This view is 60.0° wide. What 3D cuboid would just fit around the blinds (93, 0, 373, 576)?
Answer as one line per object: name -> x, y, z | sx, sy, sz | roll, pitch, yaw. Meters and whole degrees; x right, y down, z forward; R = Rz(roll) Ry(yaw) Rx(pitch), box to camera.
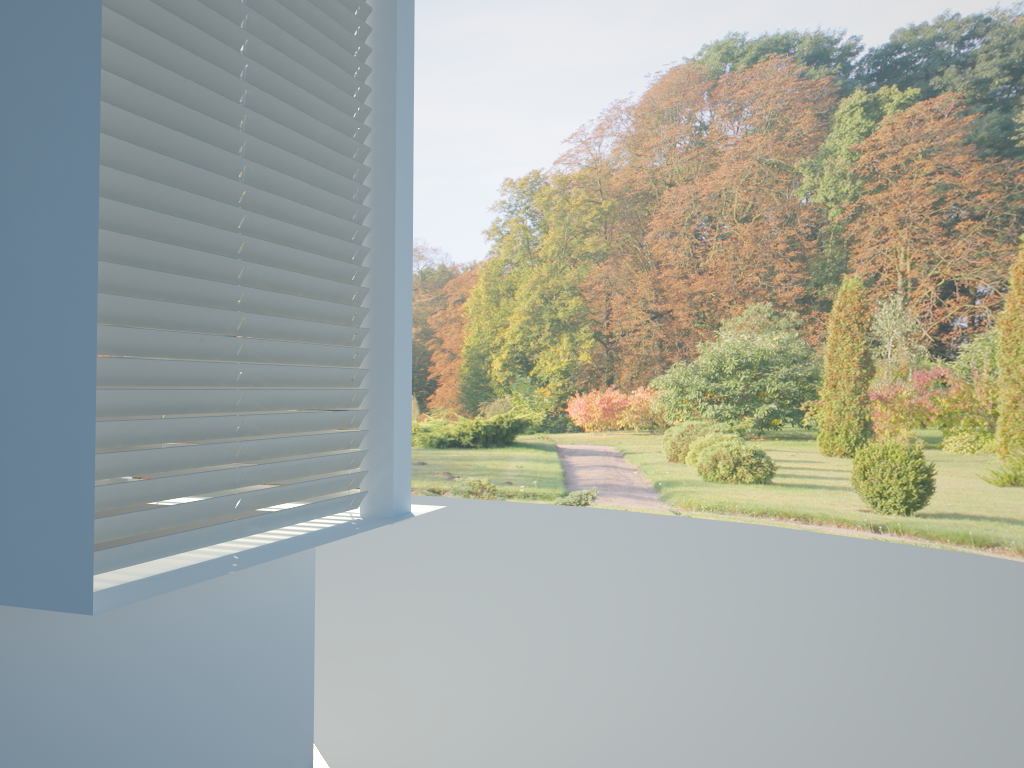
blinds -> -1.971, -1.756, 3.265 | 3.917, 4.267, 1.219 | 0, -1, 38
